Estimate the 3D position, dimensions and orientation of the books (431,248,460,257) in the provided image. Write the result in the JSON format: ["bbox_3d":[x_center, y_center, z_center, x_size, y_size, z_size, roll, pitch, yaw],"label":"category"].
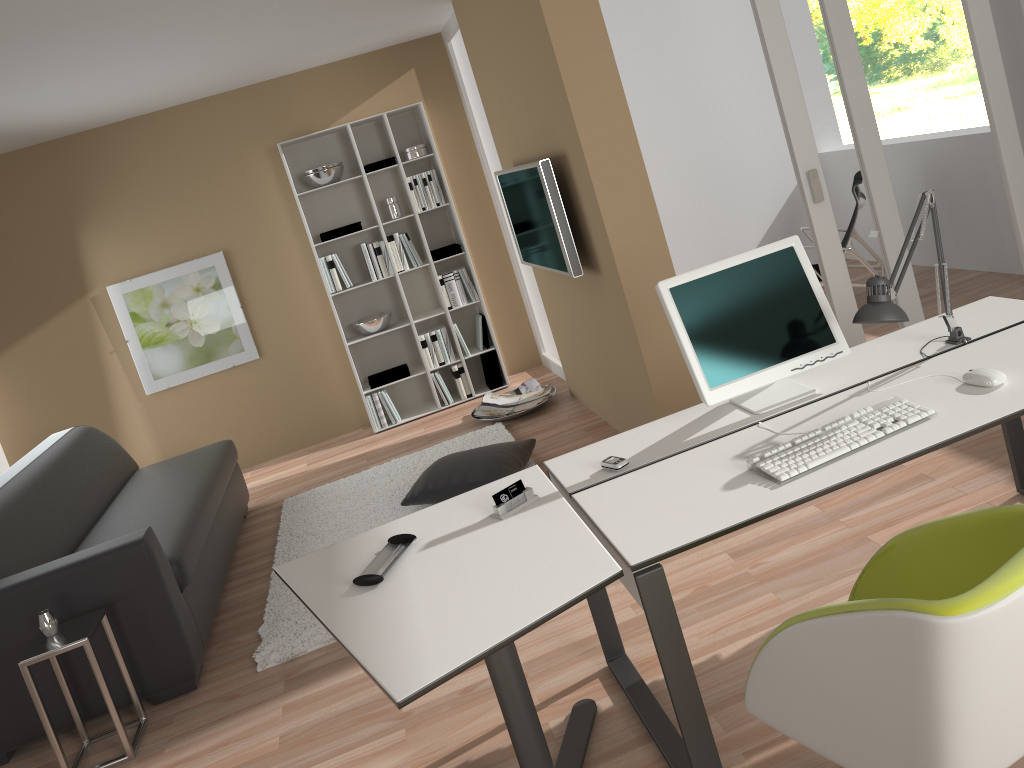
[{"bbox_3d":[-0.493,-0.973,6.456,0.211,0.006,0.302,-19,14,-7],"label":"books"}]

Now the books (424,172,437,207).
[{"bbox_3d":[-0.600,-1.402,6.359,0.021,0.254,0.210,-18,10,-8],"label":"books"}]

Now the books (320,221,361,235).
[{"bbox_3d":[-1.223,-1.112,6.270,0.299,0.006,0.213,-19,14,-9],"label":"books"}]

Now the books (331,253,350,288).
[{"bbox_3d":[-1.222,-0.811,6.272,0.060,0.255,0.210,-18,10,-7],"label":"books"}]

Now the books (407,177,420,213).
[{"bbox_3d":[-0.718,-1.358,6.331,0.021,0.254,0.210,-18,10,-7],"label":"books"}]

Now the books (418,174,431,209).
[{"bbox_3d":[-0.640,-1.388,6.351,0.021,0.254,0.210,-18,10,-7],"label":"books"}]

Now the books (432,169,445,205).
[{"bbox_3d":[-0.540,-1.423,6.369,0.021,0.254,0.210,-18,10,-7],"label":"books"}]

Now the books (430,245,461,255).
[{"bbox_3d":[-0.497,-0.988,6.450,0.211,0.007,0.302,-19,14,-8],"label":"books"}]

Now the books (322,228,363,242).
[{"bbox_3d":[-1.212,-1.064,6.276,0.299,0.006,0.213,-19,14,-9],"label":"books"}]

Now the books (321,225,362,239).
[{"bbox_3d":[-1.217,-1.085,6.273,0.299,0.006,0.213,-19,14,-9],"label":"books"}]

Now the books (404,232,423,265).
[{"bbox_3d":[-0.720,-0.985,6.390,0.058,0.253,0.210,-18,10,-7],"label":"books"}]

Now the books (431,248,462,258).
[{"bbox_3d":[-0.490,-0.968,6.455,0.211,0.006,0.302,-19,14,-8],"label":"books"}]

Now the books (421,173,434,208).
[{"bbox_3d":[-0.618,-1.394,6.349,0.021,0.254,0.210,-18,10,-7],"label":"books"}]

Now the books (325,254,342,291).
[{"bbox_3d":[-1.268,-0.794,6.262,0.040,0.254,0.210,-18,10,-7],"label":"books"}]

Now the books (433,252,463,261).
[{"bbox_3d":[-0.483,-0.942,6.460,0.211,0.007,0.302,-19,14,-8],"label":"books"}]

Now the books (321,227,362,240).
[{"bbox_3d":[-1.218,-1.074,6.274,0.299,0.006,0.213,-20,14,-11],"label":"books"}]

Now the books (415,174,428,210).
[{"bbox_3d":[-0.660,-1.380,6.347,0.021,0.254,0.210,-18,10,-7],"label":"books"}]

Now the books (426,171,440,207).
[{"bbox_3d":[-0.579,-1.409,6.361,0.021,0.254,0.210,-18,10,-7],"label":"books"}]

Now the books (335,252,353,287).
[{"bbox_3d":[-1.202,-0.821,6.287,0.058,0.253,0.210,-18,10,-7],"label":"books"}]

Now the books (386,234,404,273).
[{"bbox_3d":[-0.850,-0.943,6.357,0.053,0.268,0.210,-18,10,-7],"label":"books"}]

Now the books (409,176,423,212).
[{"bbox_3d":[-0.700,-1.367,6.341,0.021,0.254,0.210,-18,10,-8],"label":"books"}]

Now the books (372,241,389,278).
[{"bbox_3d":[-0.947,-0.898,6.323,0.040,0.254,0.210,-18,10,-7],"label":"books"}]

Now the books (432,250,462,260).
[{"bbox_3d":[-0.485,-0.953,6.458,0.211,0.006,0.302,-19,14,-8],"label":"books"}]

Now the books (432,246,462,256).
[{"bbox_3d":[-0.490,-0.980,6.455,0.211,0.007,0.302,-19,14,-8],"label":"books"}]

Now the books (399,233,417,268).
[{"bbox_3d":[-0.758,-0.968,6.371,0.060,0.255,0.210,-18,10,-8],"label":"books"}]

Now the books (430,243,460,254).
[{"bbox_3d":[-0.497,-0.993,6.449,0.211,0.006,0.302,-19,14,-8],"label":"books"}]

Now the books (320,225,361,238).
[{"bbox_3d":[-1.220,-1.090,6.270,0.299,0.006,0.213,-19,14,-8],"label":"books"}]

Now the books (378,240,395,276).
[{"bbox_3d":[-0.908,-0.910,6.338,0.040,0.247,0.210,-18,10,-8],"label":"books"}]

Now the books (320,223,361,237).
[{"bbox_3d":[-1.224,-1.101,6.274,0.299,0.007,0.213,-19,14,-9],"label":"books"}]

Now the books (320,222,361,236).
[{"bbox_3d":[-1.222,-1.106,6.269,0.299,0.007,0.213,-19,14,-9],"label":"books"}]

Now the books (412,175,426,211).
[{"bbox_3d":[-0.679,-1.373,6.343,0.021,0.254,0.210,-18,10,-7],"label":"books"}]

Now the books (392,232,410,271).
[{"bbox_3d":[-0.807,-0.961,6.365,0.040,0.271,0.210,-18,10,-7],"label":"books"}]

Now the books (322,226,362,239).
[{"bbox_3d":[-1.216,-1.080,6.273,0.299,0.006,0.213,-19,14,-9],"label":"books"}]

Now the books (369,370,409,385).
[{"bbox_3d":[-0.901,-0.068,6.414,0.299,0.007,0.213,-19,14,-9],"label":"books"}]

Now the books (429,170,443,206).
[{"bbox_3d":[-0.560,-1.416,6.365,0.021,0.254,0.210,-18,10,-7],"label":"books"}]

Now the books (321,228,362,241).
[{"bbox_3d":[-1.214,-1.069,6.275,0.299,0.006,0.213,-19,14,-9],"label":"books"}]

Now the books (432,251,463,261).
[{"bbox_3d":[-0.483,-0.947,6.459,0.211,0.006,0.302,-19,14,-8],"label":"books"}]

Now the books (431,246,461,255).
[{"bbox_3d":[-0.491,-0.984,6.454,0.211,0.007,0.302,-19,14,-8],"label":"books"}]

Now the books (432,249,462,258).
[{"bbox_3d":[-0.488,-0.963,6.456,0.211,0.006,0.302,-19,14,-8],"label":"books"}]

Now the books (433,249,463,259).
[{"bbox_3d":[-0.487,-0.959,6.460,0.212,0.006,0.301,-20,14,-10],"label":"books"}]

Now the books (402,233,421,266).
[{"bbox_3d":[-0.732,-0.974,6.372,0.058,0.253,0.210,-18,10,-7],"label":"books"}]

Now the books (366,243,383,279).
[{"bbox_3d":[-0.987,-0.886,6.322,0.040,0.254,0.210,-18,10,-7],"label":"books"}]

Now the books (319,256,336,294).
[{"bbox_3d":[-1.313,-0.780,6.259,0.040,0.254,0.210,-18,10,-7],"label":"books"}]

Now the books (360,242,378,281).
[{"bbox_3d":[-1.028,-0.880,6.314,0.040,0.271,0.210,-18,10,-7],"label":"books"}]

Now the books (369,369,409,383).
[{"bbox_3d":[-0.901,-0.078,6.409,0.299,0.007,0.213,-19,14,-9],"label":"books"}]

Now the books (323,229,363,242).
[{"bbox_3d":[-1.211,-1.059,6.275,0.299,0.007,0.213,-19,14,-9],"label":"books"}]
